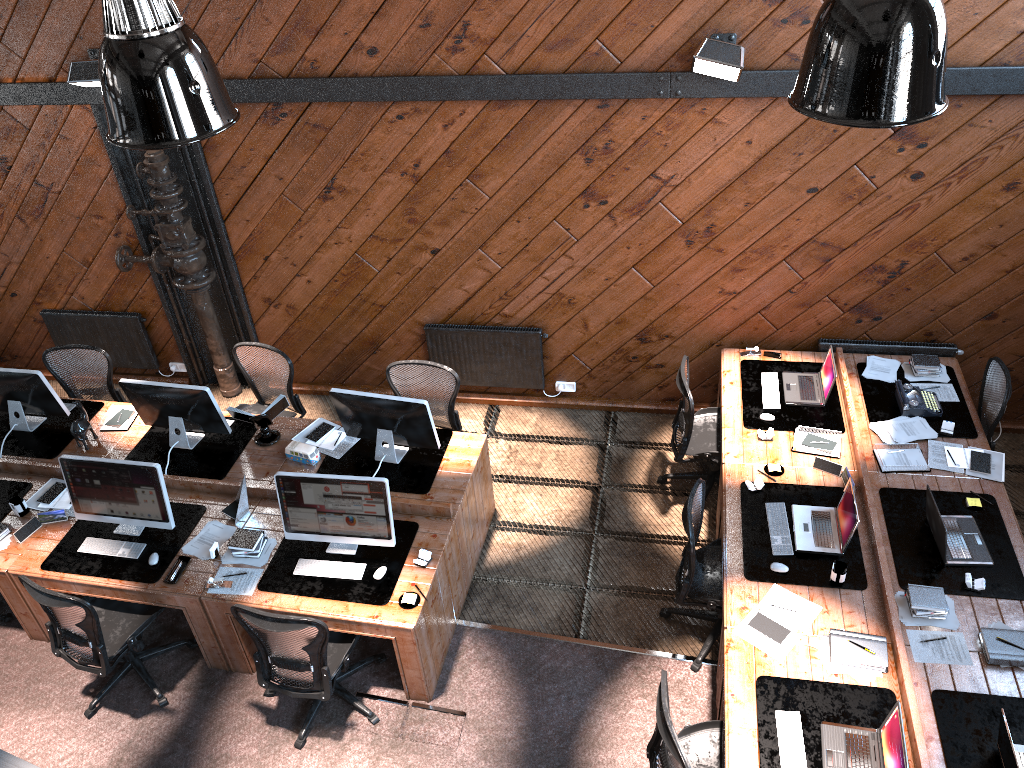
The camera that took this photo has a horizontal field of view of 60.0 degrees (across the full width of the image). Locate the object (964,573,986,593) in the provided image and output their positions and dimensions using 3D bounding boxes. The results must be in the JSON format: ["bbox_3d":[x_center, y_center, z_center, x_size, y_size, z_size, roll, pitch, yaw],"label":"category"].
[{"bbox_3d":[2.603,1.114,4.985,0.106,0.063,0.082,11,39,20],"label":"object"}]

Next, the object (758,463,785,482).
[{"bbox_3d":[1.733,0.566,5.874,0.154,0.026,0.158,-27,42,-27],"label":"object"}]

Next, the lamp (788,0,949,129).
[{"bbox_3d":[0.986,-1.807,1.982,0.445,2.372,0.445,-23,40,-23],"label":"lamp"}]

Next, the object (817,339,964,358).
[{"bbox_3d":[2.933,-0.061,7.002,1.064,0.628,0.073,3,37,11],"label":"object"}]

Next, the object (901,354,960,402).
[{"bbox_3d":[3.052,-0.058,6.474,0.319,0.098,0.478,2,37,9],"label":"object"}]

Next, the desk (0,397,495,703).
[{"bbox_3d":[-2.347,0.989,6.382,4.117,0.840,1.748,4,37,13],"label":"desk"}]

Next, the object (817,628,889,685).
[{"bbox_3d":[1.798,1.415,4.684,0.363,0.065,0.325,13,40,23],"label":"object"}]

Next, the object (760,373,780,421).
[{"bbox_3d":[1.892,0.085,6.492,0.139,0.040,0.577,5,38,13],"label":"object"}]

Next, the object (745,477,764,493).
[{"bbox_3d":[1.567,0.649,5.738,0.106,0.063,0.082,-8,36,-3],"label":"object"}]

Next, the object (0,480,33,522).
[{"bbox_3d":[-3.885,0.886,6.151,0.848,0.008,0.687,4,37,12],"label":"object"}]

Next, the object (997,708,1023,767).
[{"bbox_3d":[2.371,1.719,3.964,0.320,0.288,0.380,3,37,11],"label":"object"}]

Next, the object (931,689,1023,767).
[{"bbox_3d":[2.388,1.818,4.117,0.687,0.008,0.848,3,37,11],"label":"object"}]

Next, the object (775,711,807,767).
[{"bbox_3d":[1.339,1.812,4.225,0.139,0.040,0.577,3,37,11],"label":"object"}]

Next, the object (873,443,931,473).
[{"bbox_3d":[2.574,0.487,5.852,0.316,0.060,0.229,-1,37,5],"label":"object"}]

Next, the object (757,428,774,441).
[{"bbox_3d":[1.755,0.345,6.140,0.106,0.063,0.082,1,37,9],"label":"object"}]

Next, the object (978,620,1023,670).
[{"bbox_3d":[2.653,1.364,4.648,0.363,0.065,0.325,9,39,19],"label":"object"}]

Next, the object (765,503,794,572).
[{"bbox_3d":[1.627,0.924,5.391,0.139,0.040,0.577,2,37,10],"label":"object"}]

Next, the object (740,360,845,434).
[{"bbox_3d":[2.041,0.078,6.512,0.687,0.008,0.848,3,37,11],"label":"object"}]

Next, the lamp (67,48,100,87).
[{"bbox_3d":[-3.106,-2.320,6.585,0.328,0.260,0.262,3,37,11],"label":"lamp"}]

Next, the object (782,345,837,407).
[{"bbox_3d":[2.158,-0.069,6.455,0.323,0.283,0.390,3,37,11],"label":"object"}]

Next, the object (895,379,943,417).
[{"bbox_3d":[2.870,0.100,6.261,0.290,0.116,0.322,2,37,9],"label":"object"}]

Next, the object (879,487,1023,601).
[{"bbox_3d":[2.610,0.930,5.291,0.687,0.008,0.848,3,37,11],"label":"object"}]

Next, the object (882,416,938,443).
[{"bbox_3d":[2.728,0.315,6.082,0.315,0.002,0.246,-9,37,-5],"label":"object"}]

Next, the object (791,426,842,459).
[{"bbox_3d":[2.077,0.392,6.041,0.316,0.060,0.229,8,38,17],"label":"object"}]

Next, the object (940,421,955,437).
[{"bbox_3d":[2.964,0.303,6.033,0.082,0.063,0.106,14,41,24],"label":"object"}]

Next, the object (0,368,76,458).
[{"bbox_3d":[-3.750,0.077,6.771,0.648,0.576,0.799,-24,41,-24],"label":"object"}]

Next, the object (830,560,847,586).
[{"bbox_3d":[1.870,1.082,5.077,0.078,0.138,0.099,11,39,20],"label":"object"}]

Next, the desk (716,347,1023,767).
[{"bbox_3d":[2.179,1.245,5.479,1.748,0.840,4.117,3,37,11],"label":"desk"}]

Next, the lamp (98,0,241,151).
[{"bbox_3d":[-1.273,-1.858,2.417,0.445,2.372,0.445,18,42,28],"label":"lamp"}]

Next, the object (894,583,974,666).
[{"bbox_3d":[2.271,1.279,4.783,0.319,0.098,0.478,2,37,9],"label":"object"}]

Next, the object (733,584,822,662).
[{"bbox_3d":[1.477,1.304,4.910,0.304,0.017,0.467,27,47,36],"label":"object"}]

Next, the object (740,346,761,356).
[{"bbox_3d":[1.869,-0.260,6.943,0.159,0.064,0.054,-1,37,5],"label":"object"}]

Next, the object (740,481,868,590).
[{"bbox_3d":[1.762,0.905,5.428,0.687,0.008,0.848,3,37,11],"label":"object"}]

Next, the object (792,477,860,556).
[{"bbox_3d":[1.863,0.777,5.301,0.320,0.288,0.380,3,37,11],"label":"object"}]

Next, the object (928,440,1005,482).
[{"bbox_3d":[2.977,0.491,5.819,0.467,0.017,0.304,11,39,21],"label":"object"}]

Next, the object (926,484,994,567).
[{"bbox_3d":[2.622,0.822,5.192,0.323,0.283,0.390,0,37,7],"label":"object"}]

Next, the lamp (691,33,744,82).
[{"bbox_3d":[1.324,-2.089,5.728,0.328,0.287,0.283,3,37,11],"label":"lamp"}]

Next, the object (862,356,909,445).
[{"bbox_3d":[2.702,0.097,6.388,0.356,0.002,1.058,2,37,9],"label":"object"}]

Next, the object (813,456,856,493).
[{"bbox_3d":[2.123,0.575,5.764,0.129,0.083,0.347,-22,40,-22],"label":"object"}]

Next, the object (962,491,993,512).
[{"bbox_3d":[2.870,0.732,5.500,0.154,0.026,0.158,-24,40,-23],"label":"object"}]

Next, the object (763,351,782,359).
[{"bbox_3d":[2.026,-0.228,6.897,0.134,0.042,0.022,13,40,23],"label":"object"}]

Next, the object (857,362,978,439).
[{"bbox_3d":[2.888,0.103,6.374,0.687,0.008,0.848,3,37,11],"label":"object"}]
